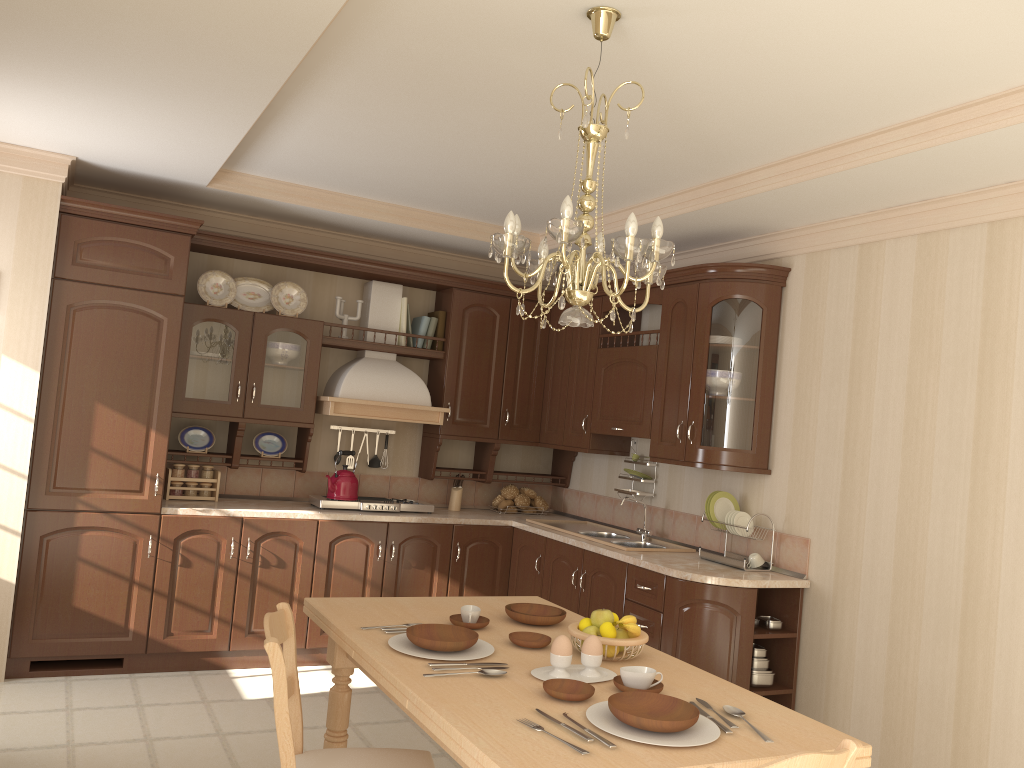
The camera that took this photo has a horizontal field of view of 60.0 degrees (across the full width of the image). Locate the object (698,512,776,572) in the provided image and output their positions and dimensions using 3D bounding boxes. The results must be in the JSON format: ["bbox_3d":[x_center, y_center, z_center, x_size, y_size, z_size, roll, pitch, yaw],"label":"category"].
[{"bbox_3d":[1.099,0.749,4.347,0.172,0.275,0.359,7,-3,-26],"label":"object"}]

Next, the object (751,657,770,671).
[{"bbox_3d":[1.119,1.283,4.112,0.106,0.057,0.152,6,-3,-16],"label":"object"}]

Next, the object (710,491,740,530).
[{"bbox_3d":[1.066,0.635,4.443,0.193,0.188,0.047,7,-3,-26],"label":"object"}]

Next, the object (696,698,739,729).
[{"bbox_3d":[0.487,0.786,2.124,0.022,0.004,0.216,6,-3,-12],"label":"object"}]

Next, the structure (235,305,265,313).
[{"bbox_3d":[-1.512,-0.471,5.137,0.154,0.126,0.080,7,-3,-27],"label":"structure"}]

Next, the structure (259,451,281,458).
[{"bbox_3d":[-1.413,0.367,5.191,0.110,0.126,0.080,7,-3,-27],"label":"structure"}]

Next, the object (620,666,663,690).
[{"bbox_3d":[0.326,0.749,2.239,0.119,0.055,0.063,6,-3,-13],"label":"object"}]

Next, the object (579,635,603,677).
[{"bbox_3d":[0.212,0.720,2.358,0.058,0.104,0.058,3,-3,41],"label":"object"}]

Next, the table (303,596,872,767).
[{"bbox_3d":[0.021,1.150,2.470,0.900,0.774,1.567,7,-3,-27],"label":"table"}]

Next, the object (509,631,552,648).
[{"bbox_3d":[0.052,0.757,2.608,0.127,0.026,0.126,4,-3,28],"label":"object"}]

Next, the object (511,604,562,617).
[{"bbox_3d":[0.078,0.762,2.927,0.168,0.034,0.168,6,-3,-16],"label":"object"}]

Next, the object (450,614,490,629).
[{"bbox_3d":[-0.134,0.747,2.775,0.126,0.026,0.127,5,-3,0],"label":"object"}]

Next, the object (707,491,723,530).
[{"bbox_3d":[1.058,0.635,4.459,0.193,0.188,0.047,7,-3,-26],"label":"object"}]

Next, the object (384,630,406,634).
[{"bbox_3d":[-0.275,0.737,2.641,0.218,0.008,0.022,6,-3,-25],"label":"object"}]

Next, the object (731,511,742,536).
[{"bbox_3d":[1.116,0.682,4.330,0.123,0.119,0.034,7,-3,-27],"label":"object"}]

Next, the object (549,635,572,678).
[{"bbox_3d":[0.129,0.710,2.325,0.058,0.104,0.058,3,-3,41],"label":"object"}]

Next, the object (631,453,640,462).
[{"bbox_3d":[0.740,0.439,5.294,0.044,0.051,0.049,4,-3,31],"label":"object"}]

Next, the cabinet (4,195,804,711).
[{"bbox_3d":[-0.584,0.412,4.427,3.226,2.313,2.436,7,-3,-27],"label":"cabinet"}]

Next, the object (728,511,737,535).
[{"bbox_3d":[1.107,0.682,4.349,0.123,0.119,0.034,7,-3,-25],"label":"object"}]

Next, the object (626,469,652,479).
[{"bbox_3d":[0.738,0.529,5.196,0.167,0.051,0.174,7,-3,-27],"label":"object"}]

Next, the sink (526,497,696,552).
[{"bbox_3d":[0.534,0.799,5.063,0.448,0.348,1.077,7,-3,-27],"label":"sink"}]

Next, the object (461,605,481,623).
[{"bbox_3d":[-0.131,0.731,2.769,0.063,0.055,0.119,5,-3,2],"label":"object"}]

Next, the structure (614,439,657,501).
[{"bbox_3d":[0.733,0.510,5.243,0.131,0.361,0.256,7,-3,-27],"label":"structure"}]

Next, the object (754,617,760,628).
[{"bbox_3d":[1.082,1.100,4.113,0.084,0.045,0.120,8,-3,-41],"label":"object"}]

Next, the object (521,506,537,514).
[{"bbox_3d":[0.110,0.837,5.889,0.103,0.060,0.105,7,-3,-32],"label":"object"}]

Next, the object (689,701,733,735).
[{"bbox_3d":[0.459,0.780,2.079,0.023,0.008,0.221,6,-3,-12],"label":"object"}]

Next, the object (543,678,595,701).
[{"bbox_3d":[0.136,0.743,2.142,0.126,0.026,0.127,7,-3,-36],"label":"object"}]

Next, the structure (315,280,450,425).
[{"bbox_3d":[-0.780,-0.206,5.411,0.753,0.845,0.455,7,-3,-27],"label":"structure"}]

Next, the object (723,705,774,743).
[{"bbox_3d":[0.544,0.785,2.056,0.047,0.011,0.219,6,-3,-11],"label":"object"}]

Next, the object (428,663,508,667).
[{"bbox_3d":[-0.116,0.738,2.338,0.221,0.008,0.023,6,-3,-22],"label":"object"}]

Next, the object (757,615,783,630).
[{"bbox_3d":[1.199,1.111,4.124,0.084,0.045,0.120,6,-3,-16],"label":"object"}]

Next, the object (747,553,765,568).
[{"bbox_3d":[1.176,0.850,4.264,0.073,0.072,0.085,4,-3,27],"label":"object"}]

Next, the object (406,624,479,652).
[{"bbox_3d":[-0.197,0.718,2.488,0.204,0.042,0.204,7,-3,-27],"label":"object"}]

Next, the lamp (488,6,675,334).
[{"bbox_3d":[0.223,-0.646,2.498,0.502,0.982,0.501,4,-3,33],"label":"lamp"}]

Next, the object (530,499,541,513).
[{"bbox_3d":[0.147,0.819,5.957,0.091,0.100,0.125,7,-3,-32],"label":"object"}]

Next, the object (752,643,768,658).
[{"bbox_3d":[1.123,1.236,4.115,0.084,0.045,0.120,6,-3,-16],"label":"object"}]

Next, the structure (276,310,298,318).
[{"bbox_3d":[-1.309,-0.450,5.179,0.110,0.126,0.080,7,-3,-27],"label":"structure"}]

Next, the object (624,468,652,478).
[{"bbox_3d":[0.739,0.526,5.197,0.167,0.051,0.174,7,-3,-27],"label":"object"}]

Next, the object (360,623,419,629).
[{"bbox_3d":[-0.359,0.733,2.686,0.218,0.004,0.028,7,-3,-37],"label":"object"}]

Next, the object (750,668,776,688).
[{"bbox_3d":[1.114,1.342,4.110,0.145,0.077,0.208,6,-3,-16],"label":"object"}]

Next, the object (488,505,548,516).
[{"bbox_3d":[0.044,0.831,5.882,0.364,0.060,0.199,7,-3,-27],"label":"object"}]

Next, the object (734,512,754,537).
[{"bbox_3d":[1.125,0.682,4.311,0.123,0.119,0.034,7,-3,-27],"label":"object"}]

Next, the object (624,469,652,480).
[{"bbox_3d":[0.737,0.531,5.196,0.167,0.051,0.174,7,-3,-27],"label":"object"}]

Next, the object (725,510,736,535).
[{"bbox_3d":[1.098,0.682,4.368,0.123,0.119,0.034,7,-3,-27],"label":"object"}]

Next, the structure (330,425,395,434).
[{"bbox_3d":[-0.933,0.287,5.565,0.422,0.020,0.008,7,-3,-27],"label":"structure"}]

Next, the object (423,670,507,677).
[{"bbox_3d":[-0.117,0.733,2.241,0.219,0.011,0.047,6,-3,-18],"label":"object"}]

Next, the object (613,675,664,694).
[{"bbox_3d":[0.318,0.764,2.236,0.126,0.026,0.127,7,-3,-36],"label":"object"}]

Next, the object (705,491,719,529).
[{"bbox_3d":[1.050,0.635,4.476,0.193,0.188,0.047,7,-3,-26],"label":"object"}]

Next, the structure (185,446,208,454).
[{"bbox_3d":[-1.778,0.325,5.006,0.110,0.126,0.080,7,-3,-27],"label":"structure"}]

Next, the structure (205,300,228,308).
[{"bbox_3d":[-1.663,-0.491,4.998,0.110,0.126,0.080,7,-3,-27],"label":"structure"}]

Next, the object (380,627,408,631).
[{"bbox_3d":[-0.295,0.737,2.673,0.212,0.008,0.018,7,-3,-27],"label":"object"}]

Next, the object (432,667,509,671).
[{"bbox_3d":[-0.104,0.739,2.304,0.216,0.004,0.022,6,-3,-22],"label":"object"}]

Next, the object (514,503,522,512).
[{"bbox_3d":[0.062,0.811,5.924,0.098,0.094,0.114,3,-4,43],"label":"object"}]

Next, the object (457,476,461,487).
[{"bbox_3d":[-0.353,0.680,5.797,0.016,0.158,0.051,4,-3,26],"label":"object"}]

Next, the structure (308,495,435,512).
[{"bbox_3d":[-0.824,0.713,5.293,0.710,0.054,0.325,7,-3,-27],"label":"structure"}]

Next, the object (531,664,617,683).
[{"bbox_3d":[0.163,0.764,2.333,0.245,0.005,0.157,7,-3,-30],"label":"object"}]

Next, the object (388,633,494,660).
[{"bbox_3d":[-0.198,0.736,2.487,0.299,0.009,0.299,7,-3,-29],"label":"object"}]
